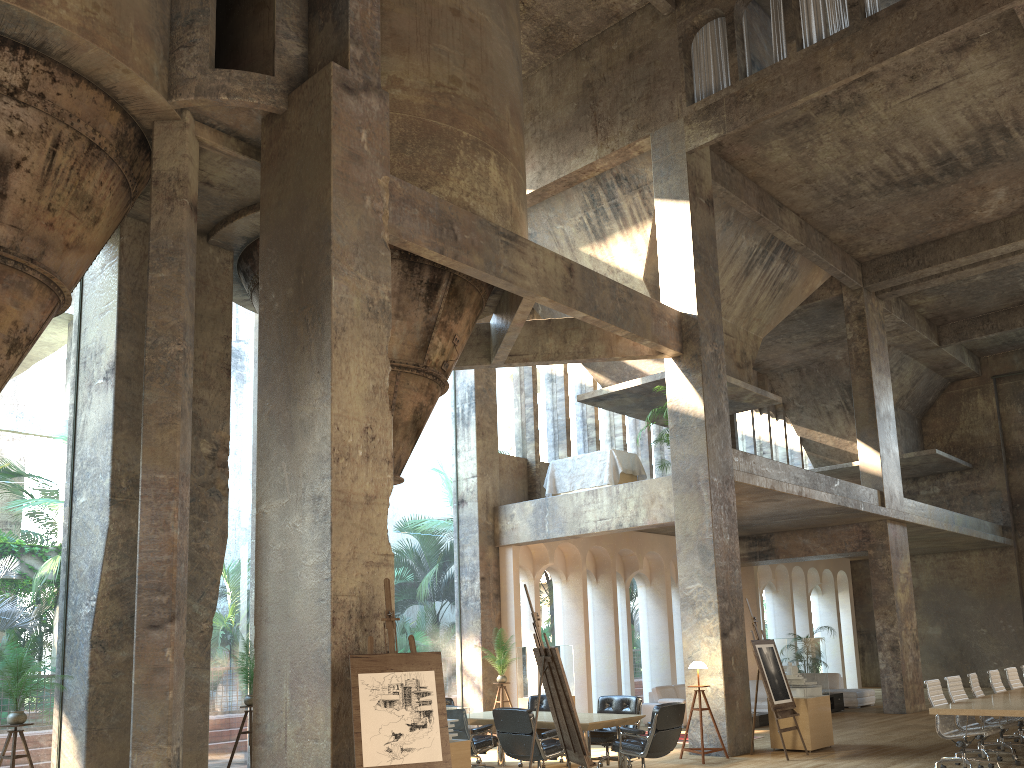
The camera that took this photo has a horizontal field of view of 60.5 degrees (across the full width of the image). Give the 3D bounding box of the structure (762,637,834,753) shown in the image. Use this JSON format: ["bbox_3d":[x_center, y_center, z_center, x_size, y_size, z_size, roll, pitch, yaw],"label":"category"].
[{"bbox_3d":[4.073,4.398,12.508,0.602,1.509,0.751,-11,-14,41],"label":"structure"}]

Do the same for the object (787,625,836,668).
[{"bbox_3d":[7.293,6.877,21.638,1.369,1.768,1.425,9,-16,-41],"label":"object"}]

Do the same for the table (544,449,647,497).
[{"bbox_3d":[1.452,1.682,15.557,1.777,0.781,1.129,-16,-20,41],"label":"table"}]

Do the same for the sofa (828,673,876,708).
[{"bbox_3d":[7.022,6.948,19.976,2.099,0.703,1.084,-16,-20,40],"label":"sofa"}]

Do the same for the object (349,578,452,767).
[{"bbox_3d":[-0.833,2.469,6.430,0.703,2.094,0.699,2,-11,-21],"label":"object"}]

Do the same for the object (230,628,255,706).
[{"bbox_3d":[-3.065,3.336,10.404,0.695,0.916,0.872,10,-17,-44],"label":"object"}]

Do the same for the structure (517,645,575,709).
[{"bbox_3d":[0.570,5.095,14.451,0.602,1.509,0.751,-11,-14,41],"label":"structure"}]

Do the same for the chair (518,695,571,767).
[{"bbox_3d":[0.440,4.602,11.678,0.732,0.870,0.841,-5,-13,16],"label":"chair"}]

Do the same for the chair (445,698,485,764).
[{"bbox_3d":[-0.746,4.686,11.830,0.830,0.870,0.741,-11,-16,36],"label":"chair"}]

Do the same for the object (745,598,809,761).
[{"bbox_3d":[3.475,3.957,11.888,0.693,2.094,0.709,-11,-13,40],"label":"object"}]

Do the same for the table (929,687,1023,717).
[{"bbox_3d":[7.664,4.405,11.602,1.625,0.740,7.808,-15,-21,40],"label":"table"}]

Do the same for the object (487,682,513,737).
[{"bbox_3d":[-0.165,5.408,14.442,0.659,0.948,0.585,-3,-12,6],"label":"object"}]

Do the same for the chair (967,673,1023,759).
[{"bbox_3d":[6.196,4.181,11.132,0.709,1.000,0.673,-12,-16,41],"label":"chair"}]

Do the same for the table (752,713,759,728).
[{"bbox_3d":[3.941,6.027,15.739,0.873,0.240,0.374,-16,-20,41],"label":"table"}]

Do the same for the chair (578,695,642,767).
[{"bbox_3d":[1.203,4.382,11.028,0.738,0.870,0.834,-11,-16,35],"label":"chair"}]

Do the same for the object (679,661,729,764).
[{"bbox_3d":[2.430,4.349,11.707,0.578,1.265,0.666,-12,-15,41],"label":"object"}]

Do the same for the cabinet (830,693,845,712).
[{"bbox_3d":[6.328,6.571,18.037,0.401,0.360,1.580,-14,-20,40],"label":"cabinet"}]

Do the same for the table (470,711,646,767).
[{"bbox_3d":[0.349,4.444,10.821,2.448,0.682,1.118,-16,-20,41],"label":"table"}]

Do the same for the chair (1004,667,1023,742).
[{"bbox_3d":[7.432,4.534,12.448,0.671,1.000,0.711,8,-15,-38],"label":"chair"}]

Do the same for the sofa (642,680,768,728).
[{"bbox_3d":[4.172,6.126,16.911,2.096,0.704,2.964,-16,-21,40],"label":"sofa"}]

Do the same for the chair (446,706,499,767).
[{"bbox_3d":[-0.546,4.319,10.623,0.740,0.870,0.831,-13,-17,42],"label":"chair"}]

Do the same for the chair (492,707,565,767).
[{"bbox_3d":[0.273,4.070,9.879,0.829,0.870,0.742,9,-17,-40],"label":"chair"}]

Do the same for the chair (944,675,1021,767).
[{"bbox_3d":[5.621,4.012,10.502,0.671,1.000,0.711,8,-15,-38],"label":"chair"}]

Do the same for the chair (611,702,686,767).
[{"bbox_3d":[1.480,4.004,9.793,0.831,0.870,0.740,-12,-16,37],"label":"chair"}]

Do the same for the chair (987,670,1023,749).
[{"bbox_3d":[6.833,4.362,11.808,0.672,1.000,0.710,9,-16,-41],"label":"chair"}]

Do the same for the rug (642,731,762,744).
[{"bbox_3d":[2.684,5.770,14.349,2.501,0.009,1.362,-17,-22,41],"label":"rug"}]

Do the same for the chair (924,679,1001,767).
[{"bbox_3d":[5.061,3.835,9.848,0.672,1.000,0.710,9,-16,-41],"label":"chair"}]

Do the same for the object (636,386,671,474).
[{"bbox_3d":[2.809,0.744,14.276,1.369,1.764,1.425,9,-16,-41],"label":"object"}]

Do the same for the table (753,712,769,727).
[{"bbox_3d":[4.192,6.120,16.005,0.802,0.197,1.124,-16,-22,40],"label":"table"}]

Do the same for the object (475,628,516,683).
[{"bbox_3d":[-0.245,4.506,14.632,0.694,0.916,0.873,-10,-15,32],"label":"object"}]

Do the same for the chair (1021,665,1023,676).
[{"bbox_3d":[8.039,4.710,13.105,0.672,1.000,0.710,9,-16,-41],"label":"chair"}]

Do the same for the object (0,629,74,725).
[{"bbox_3d":[-4.748,2.860,8.624,0.862,0.917,0.703,5,-14,-26],"label":"object"}]

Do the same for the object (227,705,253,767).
[{"bbox_3d":[-3.095,4.300,10.412,0.658,0.948,0.585,0,-12,-11],"label":"object"}]

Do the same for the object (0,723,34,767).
[{"bbox_3d":[-4.742,3.791,8.527,0.666,0.948,0.579,-11,-14,36],"label":"object"}]

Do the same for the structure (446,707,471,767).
[{"bbox_3d":[-0.895,3.489,8.015,0.754,0.989,0.744,-13,-16,41],"label":"structure"}]

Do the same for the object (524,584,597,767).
[{"bbox_3d":[0.371,2.862,7.877,0.685,2.094,0.718,1,-11,-15],"label":"object"}]
